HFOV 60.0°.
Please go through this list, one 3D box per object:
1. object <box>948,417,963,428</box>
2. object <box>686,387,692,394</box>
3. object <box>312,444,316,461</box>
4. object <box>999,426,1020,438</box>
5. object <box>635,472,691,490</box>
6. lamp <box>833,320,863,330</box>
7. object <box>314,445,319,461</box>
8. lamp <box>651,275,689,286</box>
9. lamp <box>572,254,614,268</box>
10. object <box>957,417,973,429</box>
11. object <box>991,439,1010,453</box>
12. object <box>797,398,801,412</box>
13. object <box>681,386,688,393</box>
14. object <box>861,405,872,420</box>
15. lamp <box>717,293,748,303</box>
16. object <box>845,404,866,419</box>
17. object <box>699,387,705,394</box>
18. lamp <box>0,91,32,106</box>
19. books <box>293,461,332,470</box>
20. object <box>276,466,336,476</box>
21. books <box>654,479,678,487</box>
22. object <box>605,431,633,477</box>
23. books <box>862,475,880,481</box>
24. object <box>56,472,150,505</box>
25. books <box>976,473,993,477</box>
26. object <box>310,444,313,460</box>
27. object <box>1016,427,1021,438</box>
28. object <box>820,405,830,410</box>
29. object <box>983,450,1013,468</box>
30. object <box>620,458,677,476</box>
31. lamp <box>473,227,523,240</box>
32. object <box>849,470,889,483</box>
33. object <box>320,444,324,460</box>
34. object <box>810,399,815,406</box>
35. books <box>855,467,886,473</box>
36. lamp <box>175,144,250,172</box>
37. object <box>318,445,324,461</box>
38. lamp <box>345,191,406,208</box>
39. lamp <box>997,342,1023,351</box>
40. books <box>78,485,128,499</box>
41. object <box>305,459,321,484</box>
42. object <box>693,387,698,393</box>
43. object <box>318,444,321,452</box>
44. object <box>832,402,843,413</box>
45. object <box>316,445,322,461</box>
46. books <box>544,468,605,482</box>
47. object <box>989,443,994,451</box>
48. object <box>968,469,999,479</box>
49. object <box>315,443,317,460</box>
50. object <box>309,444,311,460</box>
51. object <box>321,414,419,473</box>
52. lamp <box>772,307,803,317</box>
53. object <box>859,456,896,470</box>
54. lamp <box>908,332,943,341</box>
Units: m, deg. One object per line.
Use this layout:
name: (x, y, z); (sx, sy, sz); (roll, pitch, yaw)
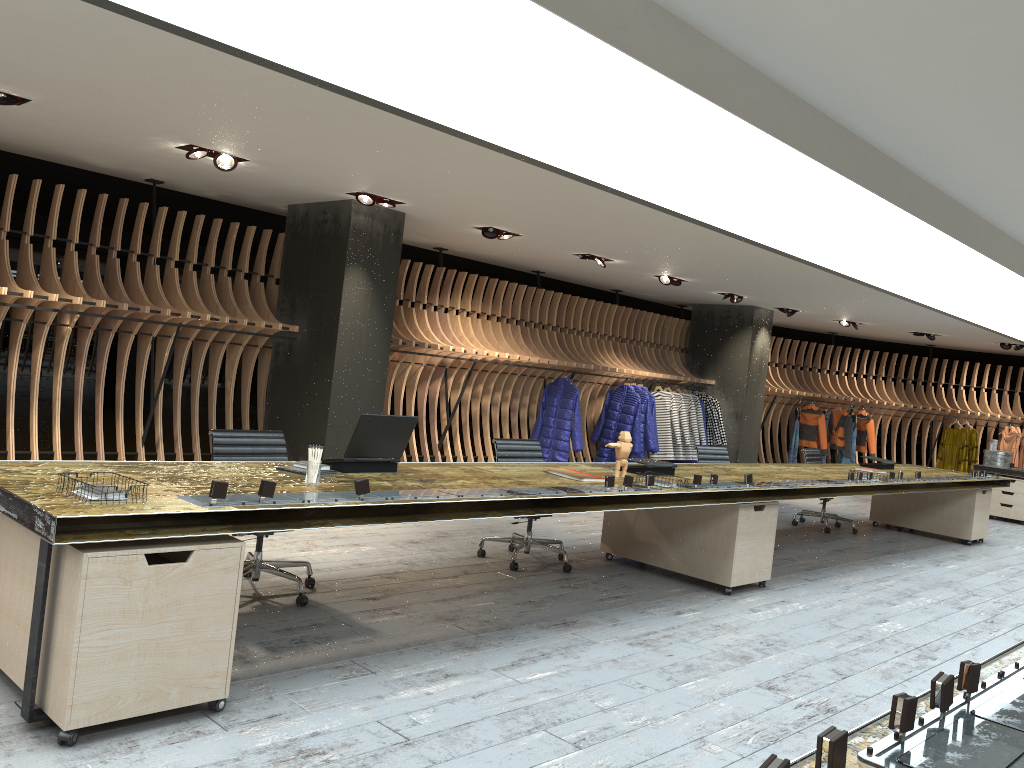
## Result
object: (8.274, 0.729, 16.515); (0.012, 0.270, 0.525); (6, 1, -16)
object: (2.753, 0.142, 13.831); (0.525, 0.270, 0.012); (7, 0, 44)
object: (-0.902, 0.356, 4.005); (0.007, 0.170, 0.030); (6, 0, -26)
object: (9.226, 0.834, 16.430); (0.012, 0.270, 0.525); (6, 1, -11)
object: (0.937, 0.606, 5.518); (0.302, 0.074, 0.216); (7, 1, 38)
lamp: (5.592, -1.058, 14.677); (0.492, 0.296, 0.269); (6, 0, -27)
object: (-0.893, 0.357, 4.005); (0.030, 0.170, 0.007); (6, 0, 37)
lamp: (2.059, -1.413, 11.520); (0.269, 0.286, 0.492); (7, 1, 44)
lamp: (0.962, -1.514, 10.369); (0.269, 0.294, 0.492); (7, 1, 44)
object: (8.456, 0.749, 16.516); (0.012, 0.270, 0.525); (6, 1, -16)
object: (7.181, 0.932, 13.036); (0.263, 0.204, 0.088); (7, 0, 42)
object: (5.121, 0.369, 15.777); (0.023, 0.243, 0.549); (6, 1, 25)
object: (2.656, 0.154, 13.646); (0.518, 0.313, 0.012); (7, 0, 44)
object: (6.454, 0.523, 16.302); (0.012, 0.270, 0.525); (6, 1, -16)
lamp: (3.157, -1.303, 12.670); (0.269, 0.292, 0.492); (7, 1, 44)
object: (6.223, 0.486, 16.234); (0.549, 0.243, 0.023); (7, 0, 20)
object: (3.026, 0.198, 14.045); (0.518, 0.313, 0.012); (7, 0, 44)
lamp: (-3.428, -1.941, 5.767); (0.269, 0.288, 0.492); (7, 1, 44)
books: (-1.006, 0.405, 4.415); (0.186, 0.027, 0.112); (7, 1, 29)
object: (-1.013, 0.424, 4.370); (0.213, 0.019, 0.219); (7, 1, 29)
books: (0.937, 0.616, 5.513); (0.155, 0.025, 0.110); (7, 1, 39)
object: (0.694, 0.454, 5.723); (0.097, 0.300, 0.320); (6, 0, 28)
books: (3.154, 0.830, 7.834); (0.155, 0.025, 0.110); (7, 1, 39)
object: (-1.455, 0.372, 3.153); (0.302, 0.074, 0.216); (7, 1, 38)
books: (5.473, 1.054, 10.276); (0.155, 0.025, 0.110); (7, 1, 39)
object: (-0.911, 0.355, 4.009); (0.007, 0.170, 0.030); (6, 0, 1)
object: (9.343, 0.848, 16.411); (0.012, 0.270, 0.525); (6, 1, 14)
object: (5.668, 0.427, 16.031); (0.023, 0.243, 0.549); (6, 1, 40)
object: (7.171, 1.110, 13.101); (0.303, 0.239, 0.497); (7, 1, 44)
object: (0.947, 0.582, 6.212); (0.263, 0.088, 0.372); (7, 1, 44)
lamp: (-0.136, -1.621, 9.219); (0.269, 0.292, 0.492); (7, 1, 44)
object: (3.154, 0.819, 7.839); (0.302, 0.071, 0.209); (7, 1, 38)
object: (-0.877, 0.359, 4.028); (0.030, 0.170, 0.007); (7, 0, -43)
object: (5.390, 0.408, 15.925); (0.012, 0.270, 0.525); (6, 1, -31)
books: (3.653, 0.875, 8.983); (0.213, 0.026, 0.365); (7, 1, 44)
lamp: (-2.330, -1.835, 6.918); (0.269, 0.288, 0.492); (7, 1, 44)
object: (-0.878, 0.359, 4.018); (0.030, 0.170, 0.007); (6, 0, -16)
lamp: (-1.233, -1.726, 8.068); (0.269, 0.296, 0.492); (7, 1, 44)
lamp: (8.656, -0.721, 15.307); (0.493, 0.297, 0.269); (6, 0, 4)
books: (-1.455, 0.382, 3.148); (0.155, 0.025, 0.110); (7, 1, 39)
object: (-0.902, 0.401, 4.025); (0.061, 0.111, 0.061); (6, 0, -12)
object: (2.899, 0.188, 13.907); (0.517, 0.316, 0.012); (7, 0, 44)
object: (-0.887, 0.357, 4.044); (0.007, 0.170, 0.030); (6, 0, -6)
object: (5.940, 0.470, 16.137); (0.012, 0.270, 0.525); (6, 1, -26)
object: (-0.884, 0.358, 4.010); (0.030, 0.170, 0.007); (6, 0, 11)
books: (0.381, 0.560, 5.468); (0.212, 0.026, 0.366); (6, 1, -36)
object: (7.047, 0.923, 13.046); (0.062, 0.109, 0.062); (6, 0, 10)
object: (5.474, 1.044, 10.281); (0.302, 0.074, 0.216); (7, 1, 38)
object: (-0.897, 0.356, 4.047); (0.007, 0.170, 0.030); (7, 0, -33)
object: (-0.918, 0.354, 4.017); (0.007, 0.170, 0.030); (6, 0, 28)
object: (-0.760, 0.299, 4.638); (0.366, 0.316, 0.372); (7, 1, 44)
lamp: (4.294, -1.192, 13.777); (0.492, 0.292, 0.269); (6, 1, -40)
object: (3.970, 0.858, 9.624); (0.261, 0.111, 0.372); (7, 1, 44)
lamp: (7.080, -0.899, 15.197); (0.492, 0.293, 0.269); (6, 0, -14)
